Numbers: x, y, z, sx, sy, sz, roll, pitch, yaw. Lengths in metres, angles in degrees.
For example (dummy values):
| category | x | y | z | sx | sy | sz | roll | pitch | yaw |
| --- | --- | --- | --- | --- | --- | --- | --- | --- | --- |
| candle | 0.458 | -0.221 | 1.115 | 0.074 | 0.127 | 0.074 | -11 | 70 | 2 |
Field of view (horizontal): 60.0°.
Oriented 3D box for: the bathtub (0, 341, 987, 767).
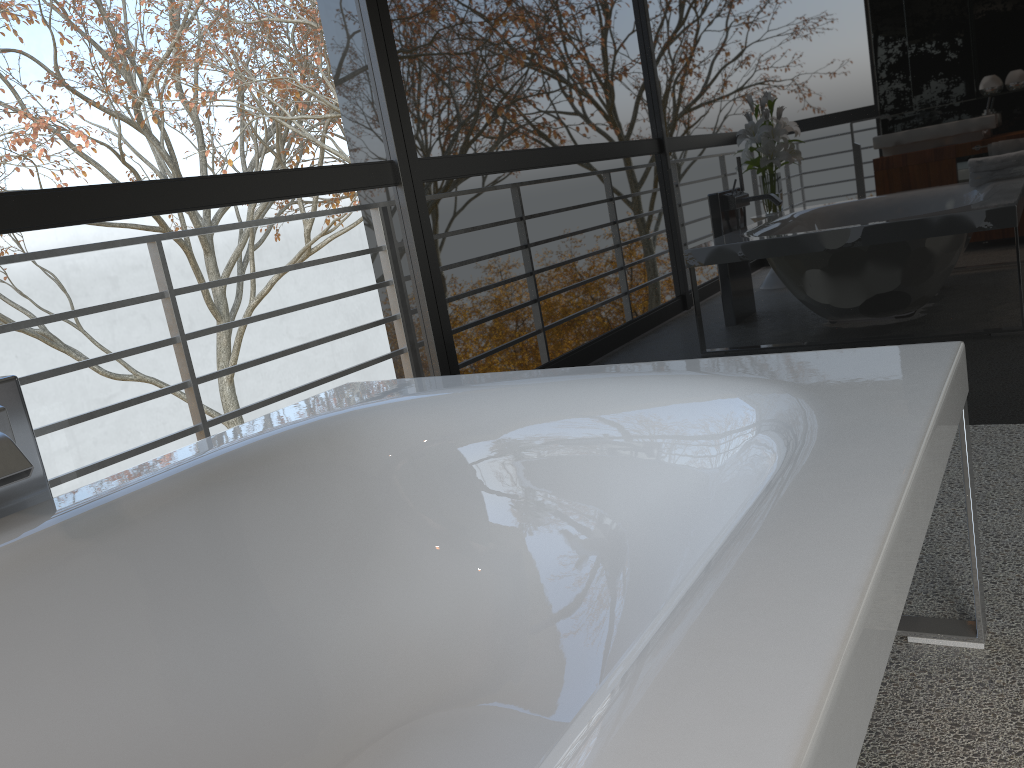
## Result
| category | x | y | z | sx | sy | sz | roll | pitch | yaw |
| --- | --- | --- | --- | --- | --- | --- | --- | --- | --- |
| bathtub | -0.282 | 0.458 | 1.017 | 1.327 | 0.503 | 1.962 | -3 | 13 | 32 |

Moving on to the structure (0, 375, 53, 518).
| category | x | y | z | sx | sy | sz | roll | pitch | yaw |
| --- | --- | --- | --- | --- | --- | --- | --- | --- | --- |
| structure | -0.804 | 0.297 | 1.341 | 0.330 | 0.883 | 0.403 | -4 | 13 | 32 |
